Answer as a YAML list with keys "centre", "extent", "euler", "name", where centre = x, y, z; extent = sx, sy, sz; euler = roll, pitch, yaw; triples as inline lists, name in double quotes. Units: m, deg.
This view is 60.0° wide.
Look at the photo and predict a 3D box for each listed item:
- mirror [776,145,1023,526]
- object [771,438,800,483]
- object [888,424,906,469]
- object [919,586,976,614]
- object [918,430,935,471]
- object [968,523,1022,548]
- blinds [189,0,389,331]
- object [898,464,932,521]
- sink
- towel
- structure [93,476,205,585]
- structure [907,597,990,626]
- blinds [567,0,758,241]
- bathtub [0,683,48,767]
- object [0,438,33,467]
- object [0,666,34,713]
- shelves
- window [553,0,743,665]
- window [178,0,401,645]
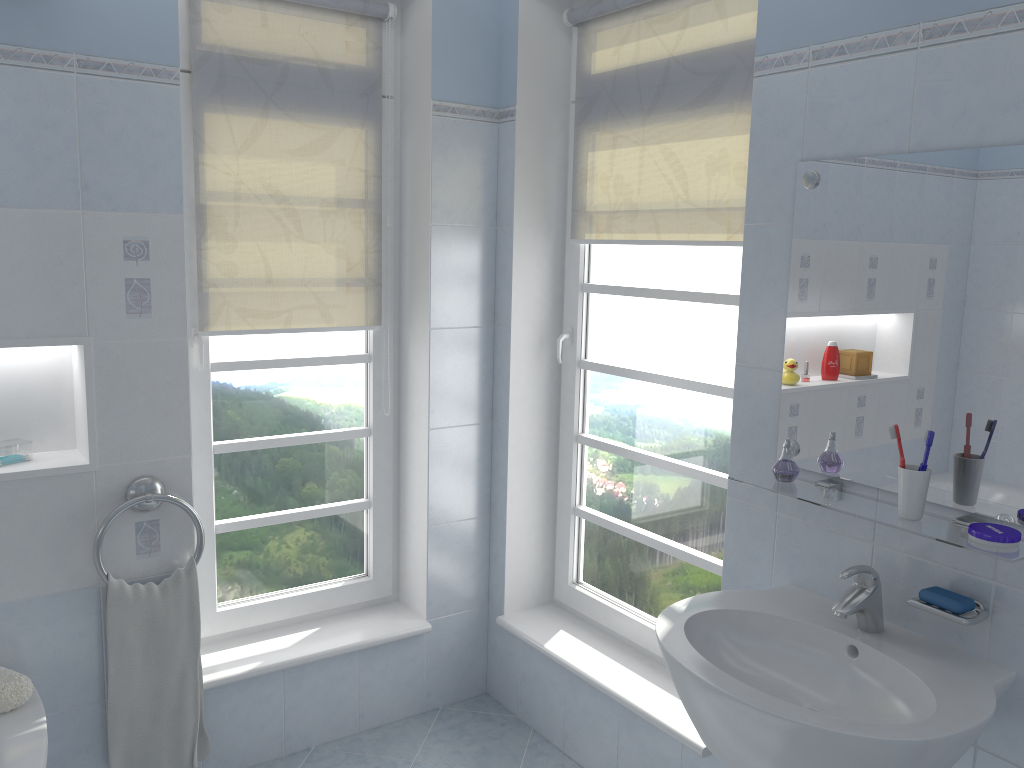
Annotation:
- centre: [0.799, -0.112, 1.761]
  extent: [0.012, 0.680, 0.620]
  euler: [-5, 11, -34]
  name: "mirror"
- centre: [0.601, 0.166, 1.943]
  extent: [0.059, 0.094, 0.059]
  euler: [6, 10, 27]
  name: "object"
- centre: [0.732, 0.164, 1.681]
  extent: [0.050, 0.178, 0.012]
  euler: [2, 9, 4]
  name: "object"
- centre: [0.830, 0.412, 1.693]
  extent: [0.060, 0.027, 0.090]
  euler: [-4, 10, -32]
  name: "object"
- centre: [0.764, 0.169, 1.663]
  extent: [0.012, 0.175, 0.054]
  euler: [0, 9, -9]
  name: "object"
- centre: [0.855, 0.268, 1.572]
  extent: [0.083, 0.020, 0.083]
  euler: [-3, 10, -27]
  name: "object"
- centre: [-0.657, -0.669, 2.702]
  extent: [0.598, 1.032, 0.046]
  euler: [-5, 11, -34]
  name: "blinds"
- centre: [0.761, 0.207, 1.685]
  extent: [0.058, 0.100, 0.058]
  euler: [-3, 10, -28]
  name: "object"
- centre: [0.575, 0.614, 1.726]
  extent: [0.533, 0.489, 0.634]
  euler: [-5, 11, -34]
  name: "sink"
- centre: [-0.988, 0.804, 2.480]
  extent: [0.280, 0.635, 0.083]
  euler: [-5, 11, -34]
  name: "towel"
- centre: [-0.995, 0.420, 2.435]
  extent: [0.291, 0.332, 0.051]
  euler: [-5, 11, -34]
  name: "structure"
- centre: [0.838, 0.429, 1.700]
  extent: [0.092, 0.034, 0.124]
  euler: [-5, 11, -34]
  name: "structure"
- centre: [0.411, -0.769, 2.537]
  extent: [0.046, 0.732, 0.800]
  euler: [-5, 11, -34]
  name: "blinds"
- centre: [-1.486, 1.068, 1.291]
  extent: [1.596, 0.670, 1.578]
  euler: [-5, 11, -34]
  name: "bathtub"
- centre: [-1.327, 0.181, 2.333]
  extent: [0.072, 0.053, 0.102]
  euler: [6, 10, 30]
  name: "object"
- centre: [-1.276, 0.757, 2.203]
  extent: [0.165, 0.077, 0.105]
  euler: [6, 10, 26]
  name: "object"
- centre: [0.726, 0.261, 1.773]
  extent: [0.170, 0.045, 0.620]
  euler: [-5, 11, -34]
  name: "shelves"
- centre: [0.445, -0.162, 2.661]
  extent: [0.142, 2.067, 0.963]
  euler: [-5, 11, -34]
  name: "window"
- centre: [-0.697, -0.215, 2.823]
  extent: [0.758, 2.067, 0.142]
  euler: [-5, 11, -34]
  name: "window"
